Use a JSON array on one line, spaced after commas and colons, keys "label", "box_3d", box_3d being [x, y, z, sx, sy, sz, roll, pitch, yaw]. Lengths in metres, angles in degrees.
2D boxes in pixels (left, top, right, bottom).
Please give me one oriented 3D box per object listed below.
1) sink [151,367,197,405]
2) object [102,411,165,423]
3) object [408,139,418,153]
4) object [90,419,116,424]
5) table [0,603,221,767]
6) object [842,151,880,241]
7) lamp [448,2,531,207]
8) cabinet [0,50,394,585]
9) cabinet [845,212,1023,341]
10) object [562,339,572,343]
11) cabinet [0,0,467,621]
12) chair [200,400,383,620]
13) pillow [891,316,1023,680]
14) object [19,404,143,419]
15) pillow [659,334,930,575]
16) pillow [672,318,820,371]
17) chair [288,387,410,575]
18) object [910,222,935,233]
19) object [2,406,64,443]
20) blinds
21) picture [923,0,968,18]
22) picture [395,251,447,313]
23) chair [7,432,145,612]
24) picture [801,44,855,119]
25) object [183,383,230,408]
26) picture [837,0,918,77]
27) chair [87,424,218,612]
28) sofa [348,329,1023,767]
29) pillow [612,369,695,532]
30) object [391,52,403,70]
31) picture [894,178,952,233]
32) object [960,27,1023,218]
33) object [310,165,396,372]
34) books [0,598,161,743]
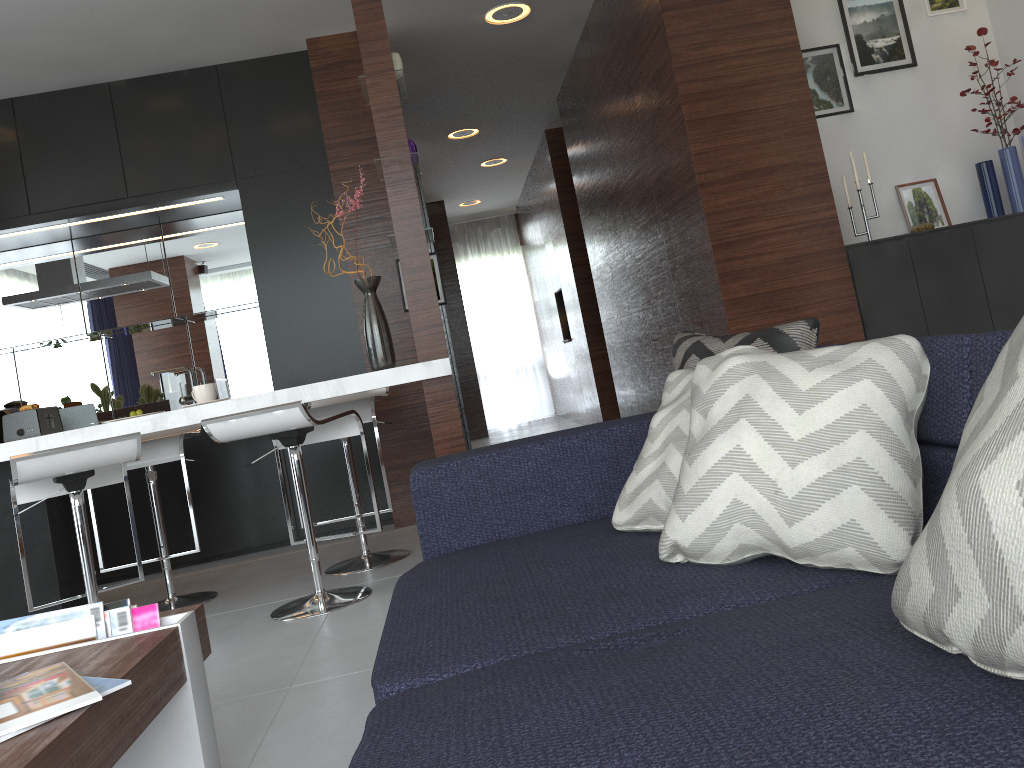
[{"label": "sink", "box_3d": [-1.866, 0.154, 4.832, 0.854, 0.495, 0.501, -11, -1, -5]}, {"label": "object", "box_3d": [-1.518, 0.141, 3.545, 0.240, 0.019, 0.236, -12, 1, -32]}, {"label": "object", "box_3d": [-0.439, -0.910, 3.498, 0.131, 0.098, 0.135, -11, -1, 36]}, {"label": "object", "box_3d": [-1.537, 0.136, 3.498, 0.250, 0.008, 0.026, -12, 1, -35]}, {"label": "table", "box_3d": [-0.952, 0.681, 1.337, 0.806, 0.354, 0.797, -11, 0, -4]}, {"label": "object", "box_3d": [1.537, -0.830, 3.899, 0.101, 0.428, 0.100, -10, -4, -21]}, {"label": "lamp", "box_3d": [-1.442, -1.680, 4.635, 5.370, 0.085, 9.517, -11, 1, -18]}, {"label": "cabinet", "box_3d": [-2.562, -0.201, 4.810, 3.482, 2.567, 0.701, -11, -3, -5]}, {"label": "cabinet", "box_3d": [1.985, -0.403, 3.923, 1.132, 0.587, 0.396, -11, -2, -5]}, {"label": "object", "box_3d": [0.608, -0.424, 8.331, 0.230, 0.020, 0.425, -11, 1, -4]}, {"label": "cabinet", "box_3d": [-1.949, -0.289, 3.381, 3.339, 2.565, 0.781, -11, -3, -5]}, {"label": "chair", "box_3d": [-0.751, 0.423, 3.092, 0.394, 0.712, 0.464, -12, -2, 13]}, {"label": "pillow", "box_3d": [0.556, 0.068, 0.760, 0.343, 0.390, 0.493, -11, -1, -4]}, {"label": "object", "box_3d": [-2.070, 0.127, 4.181, 0.141, 0.222, 1.860, -9, 0, -39]}, {"label": "pillow", "box_3d": [0.454, 0.104, 1.431, 0.414, 0.353, 0.282, -12, -2, 39]}, {"label": "pillow", "box_3d": [0.484, 0.059, 1.944, 0.223, 0.387, 0.411, -9, -2, -34]}, {"label": "chair", "box_3d": [-0.661, 0.375, 3.737, 0.396, 0.744, 0.462, -11, -2, 2]}, {"label": "object", "box_3d": [1.826, -0.693, 3.930, 0.098, 0.046, 0.105, -11, 0, 42]}, {"label": "object", "box_3d": [-2.627, 0.238, 4.831, 0.259, 0.196, 0.176, -11, -2, 16]}, {"label": "blinds", "box_3d": [-0.156, -0.882, 10.635, 0.857, 2.714, 0.133, -11, -4, -4]}, {"label": "picture", "box_3d": [2.062, -1.900, 4.241, 0.202, 0.259, 0.015, -11, -4, -5]}, {"label": "picture", "box_3d": [-0.366, -0.412, 3.559, 0.175, 0.223, 0.050, -11, -4, -1]}, {"label": "chair", "box_3d": [-1.411, 0.555, 2.908, 0.399, 0.712, 0.459, -9, -3, -32]}, {"label": "picture", "box_3d": [1.450, -1.420, 4.160, 0.263, 0.336, 0.015, -11, -4, -5]}, {"label": "object", "box_3d": [-1.204, 0.046, 3.471, 0.183, 0.087, 0.180, -11, 0, -28]}, {"label": "picture", "box_3d": [1.734, -1.684, 4.199, 0.311, 0.415, 0.017, -11, -4, -5]}, {"label": "chair", "box_3d": [-1.434, 0.529, 3.620, 0.397, 0.744, 0.461, -11, -2, -9]}, {"label": "sofa", "box_3d": [-0.059, 0.390, 0.791, 1.901, 0.610, 2.862, -11, 1, -4]}, {"label": "pillow", "box_3d": [0.409, 0.115, 1.710, 0.332, 0.296, 0.412, -10, -1, -42]}, {"label": "object", "box_3d": [-0.489, -1.225, 3.482, 0.088, 0.086, 0.216, -11, 0, -21]}, {"label": "picture", "box_3d": [1.921, -0.823, 4.122, 0.202, 0.257, 0.058, -11, -4, -5]}, {"label": "object", "box_3d": [2.234, -1.192, 4.046, 0.271, 0.865, 0.269, -12, -3, 10]}, {"label": "object", "box_3d": [-0.575, -0.402, 3.204, 0.199, 0.738, 0.384, -10, -3, -23]}, {"label": "books", "box_3d": [-2.330, 0.788, 4.817, 0.407, 0.374, 8.166, -10, 1, -25]}]
